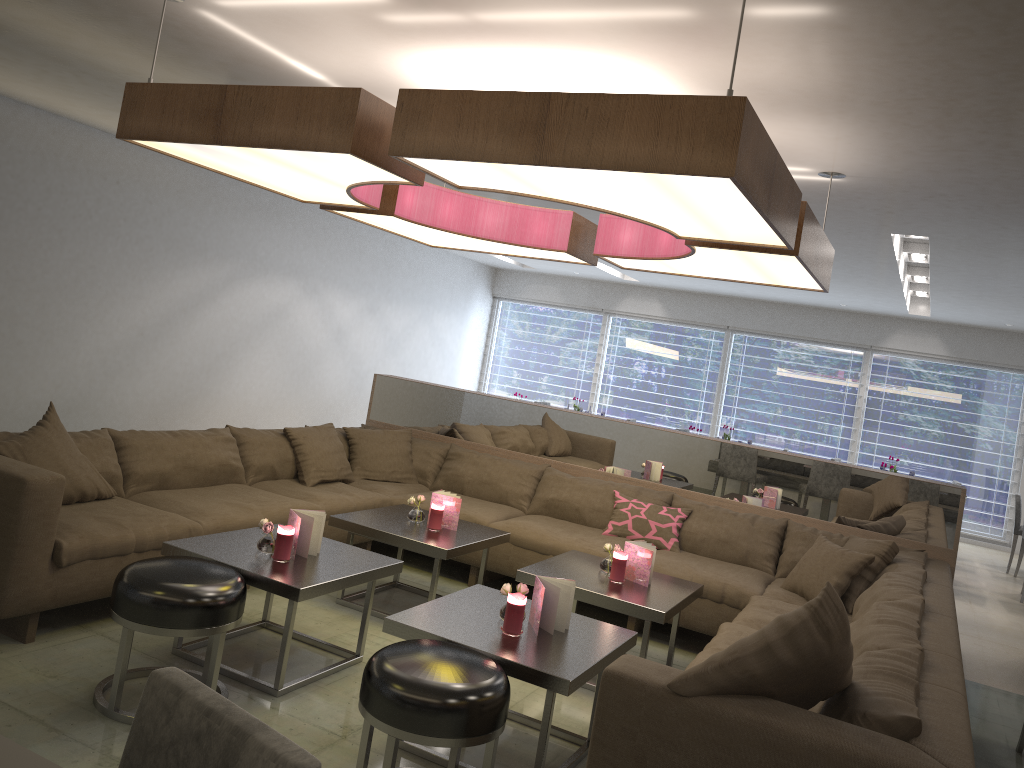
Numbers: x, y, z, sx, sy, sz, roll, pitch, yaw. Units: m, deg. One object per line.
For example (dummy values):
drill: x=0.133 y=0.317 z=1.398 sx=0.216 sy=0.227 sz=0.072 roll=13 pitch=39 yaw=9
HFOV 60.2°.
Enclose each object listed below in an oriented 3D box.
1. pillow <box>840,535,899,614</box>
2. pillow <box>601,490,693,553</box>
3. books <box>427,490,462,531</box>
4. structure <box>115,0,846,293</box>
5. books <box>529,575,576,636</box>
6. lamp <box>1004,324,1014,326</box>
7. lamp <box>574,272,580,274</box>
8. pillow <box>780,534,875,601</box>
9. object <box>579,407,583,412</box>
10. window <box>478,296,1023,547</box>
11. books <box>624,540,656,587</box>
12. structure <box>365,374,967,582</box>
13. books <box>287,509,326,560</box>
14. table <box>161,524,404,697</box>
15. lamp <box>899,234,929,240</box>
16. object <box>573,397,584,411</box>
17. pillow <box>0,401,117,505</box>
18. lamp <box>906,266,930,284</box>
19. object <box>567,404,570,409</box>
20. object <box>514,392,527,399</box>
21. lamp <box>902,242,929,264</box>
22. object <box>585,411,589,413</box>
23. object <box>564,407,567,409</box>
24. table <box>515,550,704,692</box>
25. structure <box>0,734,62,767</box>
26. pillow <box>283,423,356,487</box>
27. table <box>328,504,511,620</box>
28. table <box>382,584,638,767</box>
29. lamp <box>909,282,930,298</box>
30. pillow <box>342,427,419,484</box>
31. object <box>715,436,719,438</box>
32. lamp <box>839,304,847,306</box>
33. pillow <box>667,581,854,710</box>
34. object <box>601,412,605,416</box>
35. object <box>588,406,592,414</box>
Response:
pillow: x=1.682 y=0.913 z=4.351 sx=0.291 sy=0.395 sz=0.526 roll=10 pitch=1 yaw=-6
pillow: x=0.752 y=0.773 z=4.938 sx=0.465 sy=0.253 sz=0.179 roll=10 pitch=-1 yaw=21
books: x=-0.340 y=0.631 z=4.399 sx=0.142 sy=0.165 sz=0.258 roll=10 pitch=1 yaw=-11
structure: x=0.092 y=-1.024 z=4.039 sx=2.454 sy=0.620 sz=2.433 roll=10 pitch=2 yaw=26
books: x=0.152 y=0.766 z=3.021 sx=0.142 sy=0.165 sz=0.158 roll=10 pitch=0 yaw=-9
lamp: x=5.431 y=-0.643 z=9.659 sx=0.088 sy=0.007 sz=0.089 roll=9 pitch=2 yaw=-19
lamp: x=0.872 y=-1.492 z=11.907 sx=0.088 sy=0.007 sz=0.089 roll=9 pitch=2 yaw=-19
pillow: x=1.502 y=0.917 z=4.239 sx=0.234 sy=0.323 sz=0.381 roll=10 pitch=0 yaw=-20
object: x=0.847 y=0.361 z=10.948 sx=0.053 sy=0.139 sz=0.053 roll=10 pitch=-2 yaw=-16
window: x=2.757 y=0.261 z=11.791 sx=7.136 sy=2.078 sz=0.157 roll=10 pitch=-2 yaw=26
books: x=0.599 y=0.805 z=3.956 sx=0.142 sy=0.165 sz=0.158 roll=10 pitch=0 yaw=-44
structure: x=0.663 y=0.740 z=5.525 sx=3.791 sy=1.011 sz=0.222 roll=10 pitch=-1 yaw=26
books: x=-0.790 y=0.592 z=3.453 sx=0.142 sy=0.165 sz=0.158 roll=10 pitch=0 yaw=-29
table: x=-0.906 y=0.859 z=3.442 sx=0.661 sy=0.413 sz=0.654 roll=10 pitch=1 yaw=26
lamp: x=2.954 y=-1.142 z=6.461 sx=0.227 sy=0.101 sz=0.485 roll=10 pitch=2 yaw=25
object: x=0.769 y=0.295 z=10.515 sx=0.104 sy=0.277 sz=0.154 roll=9 pitch=-1 yaw=23
pillow: x=-1.891 y=0.293 z=3.652 sx=0.280 sy=0.405 sz=0.530 roll=9 pitch=0 yaw=14
lamp: x=3.979 y=-1.053 z=8.619 sx=0.227 sy=0.101 sz=0.485 roll=10 pitch=2 yaw=25
object: x=0.630 y=0.328 z=10.078 sx=0.052 sy=0.201 sz=0.052 roll=10 pitch=-2 yaw=-10
object: x=0.065 y=0.228 z=9.179 sx=0.104 sy=0.277 sz=0.154 roll=9 pitch=-1 yaw=23
lamp: x=3.441 y=-1.100 z=7.486 sx=0.227 sy=0.101 sz=0.485 roll=10 pitch=2 yaw=25
object: x=0.860 y=0.388 z=10.301 sx=0.053 sy=0.139 sz=0.053 roll=10 pitch=-2 yaw=-16
object: x=0.626 y=0.346 z=10.363 sx=0.053 sy=0.139 sz=0.053 roll=10 pitch=-2 yaw=-16
table: x=0.419 y=1.063 z=3.916 sx=0.661 sy=0.413 sz=0.654 roll=10 pitch=1 yaw=26
structure: x=-0.485 y=0.460 z=0.783 sx=2.500 sy=0.232 sz=0.094 roll=11 pitch=-1 yaw=26
pillow: x=-1.133 y=0.416 z=5.202 sx=0.313 sy=0.340 sz=0.492 roll=9 pitch=1 yaw=20
table: x=-0.472 y=0.897 z=4.355 sx=0.661 sy=0.413 sz=0.654 roll=10 pitch=1 yaw=26
table: x=-0.015 y=1.025 z=3.003 sx=0.661 sy=0.413 sz=0.654 roll=10 pitch=1 yaw=26
lamp: x=4.454 y=-1.012 z=9.618 sx=0.227 sy=0.101 sz=0.485 roll=10 pitch=2 yaw=25
pillow: x=-0.829 y=0.454 z=5.591 sx=0.499 sy=0.357 sz=0.299 roll=9 pitch=0 yaw=-32
object: x=2.213 y=0.642 z=9.581 sx=0.053 sy=0.139 sz=0.053 roll=10 pitch=-2 yaw=-16
lamp: x=3.902 y=-0.928 z=10.413 sx=0.088 sy=0.007 sz=0.089 roll=9 pitch=2 yaw=-19
pillow: x=0.668 y=0.711 z=2.182 sx=0.300 sy=0.514 sz=0.616 roll=9 pitch=0 yaw=39
object: x=1.106 y=0.409 z=10.820 sx=0.053 sy=0.139 sz=0.053 roll=10 pitch=-2 yaw=-16
object: x=0.924 y=0.358 z=10.577 sx=0.052 sy=0.201 sz=0.052 roll=10 pitch=-2 yaw=-10
